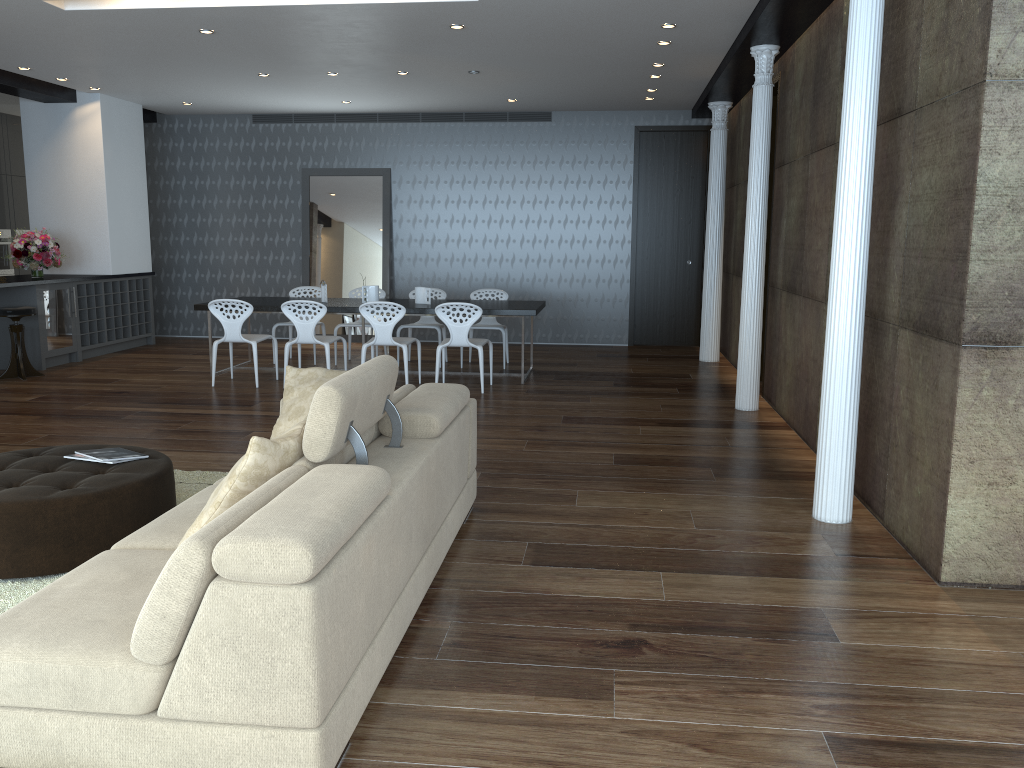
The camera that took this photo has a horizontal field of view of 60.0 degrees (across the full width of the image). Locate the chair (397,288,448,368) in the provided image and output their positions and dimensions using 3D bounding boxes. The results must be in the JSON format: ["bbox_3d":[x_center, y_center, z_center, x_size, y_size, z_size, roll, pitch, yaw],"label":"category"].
[{"bbox_3d":[-0.978,-0.638,9.878,0.495,0.835,0.581,1,10,6],"label":"chair"}]

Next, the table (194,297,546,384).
[{"bbox_3d":[-1.394,-0.481,9.233,3.400,0.733,1.200,1,10,6],"label":"table"}]

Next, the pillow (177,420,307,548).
[{"bbox_3d":[-0.868,0.323,3.056,0.368,0.416,0.519,2,10,11],"label":"pillow"}]

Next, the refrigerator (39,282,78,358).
[{"bbox_3d":[-4.888,-0.699,9.541,0.075,0.774,0.578,2,10,10],"label":"refrigerator"}]

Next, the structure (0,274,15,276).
[{"bbox_3d":[-7.094,-1.165,11.904,0.591,0.596,0.595,1,10,6],"label":"structure"}]

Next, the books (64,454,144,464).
[{"bbox_3d":[-1.928,0.346,4.214,0.300,0.031,0.219,4,10,21],"label":"books"}]

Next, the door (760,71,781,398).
[{"bbox_3d":[2.569,-1.334,8.192,0.510,2.814,1.000,1,10,6],"label":"door"}]

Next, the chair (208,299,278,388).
[{"bbox_3d":[-2.580,-0.412,8.461,0.495,0.835,0.581,1,10,6],"label":"chair"}]

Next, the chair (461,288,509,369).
[{"bbox_3d":[-0.280,-0.621,9.802,0.495,0.835,0.581,1,10,6],"label":"chair"}]

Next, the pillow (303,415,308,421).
[{"bbox_3d":[-0.786,0.211,3.665,0.301,0.439,0.534,2,10,10],"label":"pillow"}]

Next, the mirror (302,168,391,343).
[{"bbox_3d":[-2.216,-1.709,11.829,1.200,2.294,0.240,1,10,6],"label":"mirror"}]

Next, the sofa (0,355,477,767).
[{"bbox_3d":[-0.828,0.380,3.439,1.021,0.950,2.581,1,10,6],"label":"sofa"}]

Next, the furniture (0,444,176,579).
[{"bbox_3d":[-2.109,0.548,4.073,1.057,0.355,1.057,2,10,8],"label":"furniture"}]

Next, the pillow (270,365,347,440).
[{"bbox_3d":[-0.938,0.104,4.440,0.518,0.393,0.395,2,10,10],"label":"pillow"}]

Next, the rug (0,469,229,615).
[{"bbox_3d":[-2.185,0.876,3.236,2.972,0.020,4.231,1,10,6],"label":"rug"}]

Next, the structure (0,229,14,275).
[{"bbox_3d":[-7.090,-1.758,11.805,0.591,0.596,0.595,1,10,6],"label":"structure"}]

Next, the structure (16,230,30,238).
[{"bbox_3d":[-7.006,-1.941,12.478,0.528,0.452,0.595,1,10,6],"label":"structure"}]

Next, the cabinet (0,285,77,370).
[{"bbox_3d":[-5.321,-0.647,9.570,0.900,0.897,0.642,1,10,6],"label":"cabinet"}]

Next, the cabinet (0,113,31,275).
[{"bbox_3d":[-7.314,-1.917,10.736,0.827,2.980,7.409,1,10,6],"label":"cabinet"}]

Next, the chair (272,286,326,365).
[{"bbox_3d":[-2.374,-0.673,10.031,0.495,0.835,0.581,1,10,6],"label":"chair"}]

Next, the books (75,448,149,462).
[{"bbox_3d":[-1.911,0.335,4.233,0.301,0.040,0.220,9,12,41],"label":"books"}]

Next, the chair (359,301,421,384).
[{"bbox_3d":[-1.152,-0.375,8.291,0.495,0.835,0.581,1,10,6],"label":"chair"}]

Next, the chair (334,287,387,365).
[{"bbox_3d":[-1.676,-0.655,9.955,0.495,0.835,0.581,1,10,6],"label":"chair"}]

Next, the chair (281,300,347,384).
[{"bbox_3d":[-1.884,-0.394,8.380,0.495,0.835,0.581,1,10,6],"label":"chair"}]

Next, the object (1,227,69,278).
[{"bbox_3d":[-5.192,-1.434,9.661,0.570,0.552,0.544,2,10,12],"label":"object"}]

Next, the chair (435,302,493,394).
[{"bbox_3d":[-0.458,-0.361,8.234,0.495,0.835,0.581,1,10,6],"label":"chair"}]

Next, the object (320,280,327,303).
[{"bbox_3d":[-1.947,-0.960,9.150,0.076,0.233,0.161,-2,10,-12],"label":"object"}]

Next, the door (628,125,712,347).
[{"bbox_3d":[2.052,-1.896,11.546,1.000,2.814,0.246,1,10,6],"label":"door"}]

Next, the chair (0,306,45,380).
[{"bbox_3d":[-1.712,-0.076,7.671,21.556,0.952,16.134,1,10,6],"label":"chair"}]

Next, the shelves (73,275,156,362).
[{"bbox_3d":[-5.191,-0.837,10.718,0.900,0.897,1.700,1,10,6],"label":"shelves"}]

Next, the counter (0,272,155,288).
[{"bbox_3d":[-5.299,-1.136,9.661,1.000,0.040,3.700,1,10,6],"label":"counter"}]
